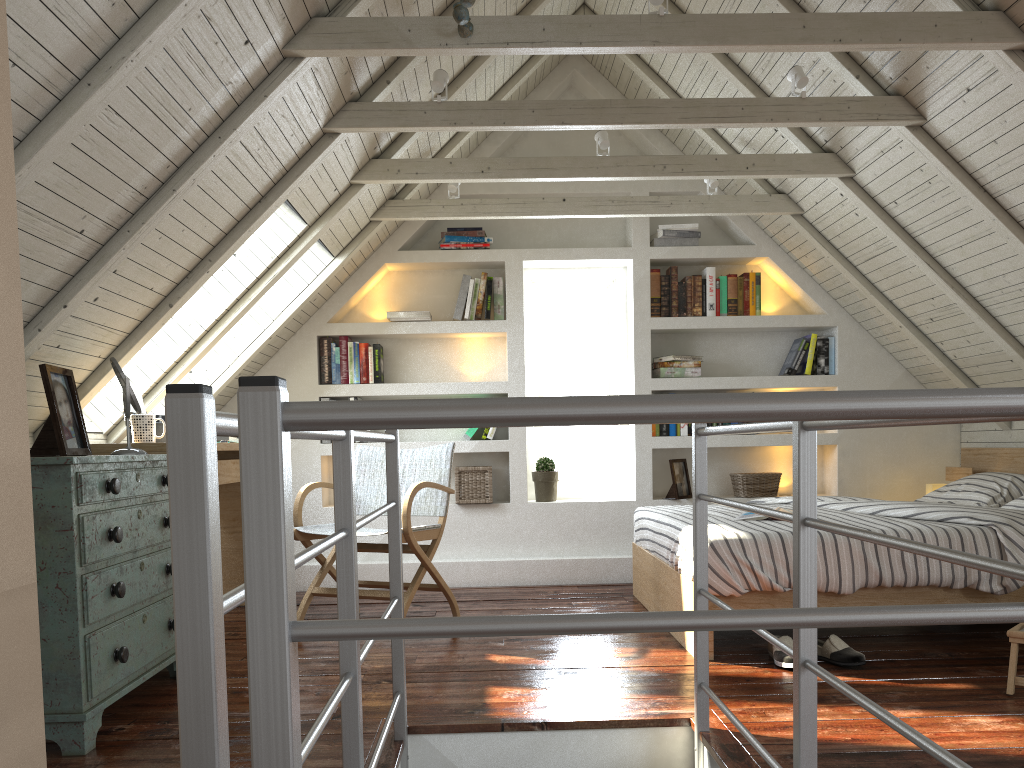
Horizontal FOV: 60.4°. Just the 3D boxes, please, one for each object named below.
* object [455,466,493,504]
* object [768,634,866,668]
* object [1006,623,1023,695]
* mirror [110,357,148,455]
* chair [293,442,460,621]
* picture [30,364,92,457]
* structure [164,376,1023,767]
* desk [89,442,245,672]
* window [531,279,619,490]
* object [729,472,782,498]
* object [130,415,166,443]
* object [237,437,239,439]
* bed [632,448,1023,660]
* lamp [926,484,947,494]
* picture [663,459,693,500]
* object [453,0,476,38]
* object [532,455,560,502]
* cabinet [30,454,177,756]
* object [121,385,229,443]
[{"bbox_3d":[-0.212,0.562,4.915,0.204,0.202,0.204,-1,0,-1],"label":"object"},{"bbox_3d":[1.037,0.914,3.045,0.285,0.091,0.275,-1,-3,-4],"label":"object"},{"bbox_3d":[1.732,0.827,2.703,0.269,0.183,0.530,-3,-3,43],"label":"object"},{"bbox_3d":[-1.260,0.073,2.877,0.206,0.320,0.112,0,3,42],"label":"mirror"},{"bbox_3d":[-0.576,0.652,3.770,0.551,0.795,0.557,-1,1,24],"label":"chair"},{"bbox_3d":[-1.330,0.081,2.539,0.147,0.260,0.201,-1,1,-7],"label":"picture"},{"bbox_3d":[0.120,0.546,1.522,0.836,0.999,1.637,-1,-2,-2],"label":"structure"},{"bbox_3d":[-1.347,0.656,3.727,0.377,0.807,1.322,-1,-2,-2],"label":"desk"},{"bbox_3d":[-0.598,-0.120,4.103,3.091,1.380,1.401,0,-1,-24],"label":"window"},{"bbox_3d":[1.376,0.569,4.966,0.282,0.135,0.177,-1,-1,-10],"label":"object"},{"bbox_3d":[-1.307,0.161,3.149,0.083,0.101,0.108,-1,0,39],"label":"object"},{"bbox_3d":[-1.289,0.201,4.265,0.088,0.187,0.088,-3,3,-38],"label":"object"},{"bbox_3d":[1.552,0.648,3.779,1.877,0.707,1.871,-1,-3,-1],"label":"bed"},{"bbox_3d":[2.224,0.648,4.594,0.090,0.254,0.089,-1,3,6],"label":"lamp"},{"bbox_3d":[0.907,0.528,4.892,0.126,0.224,0.173,0,1,39],"label":"picture"},{"bbox_3d":[-0.117,-0.930,2.152,0.059,0.067,0.283,-1,-4,-3],"label":"object"},{"bbox_3d":[0.190,0.526,4.953,0.159,0.272,0.159,-1,2,-9],"label":"object"},{"bbox_3d":[-1.281,0.599,2.618,0.415,0.770,0.802,-1,0,-2],"label":"cabinet"},{"bbox_3d":[-1.350,0.119,3.542,0.354,0.239,0.388,-1,-2,-6],"label":"object"}]
